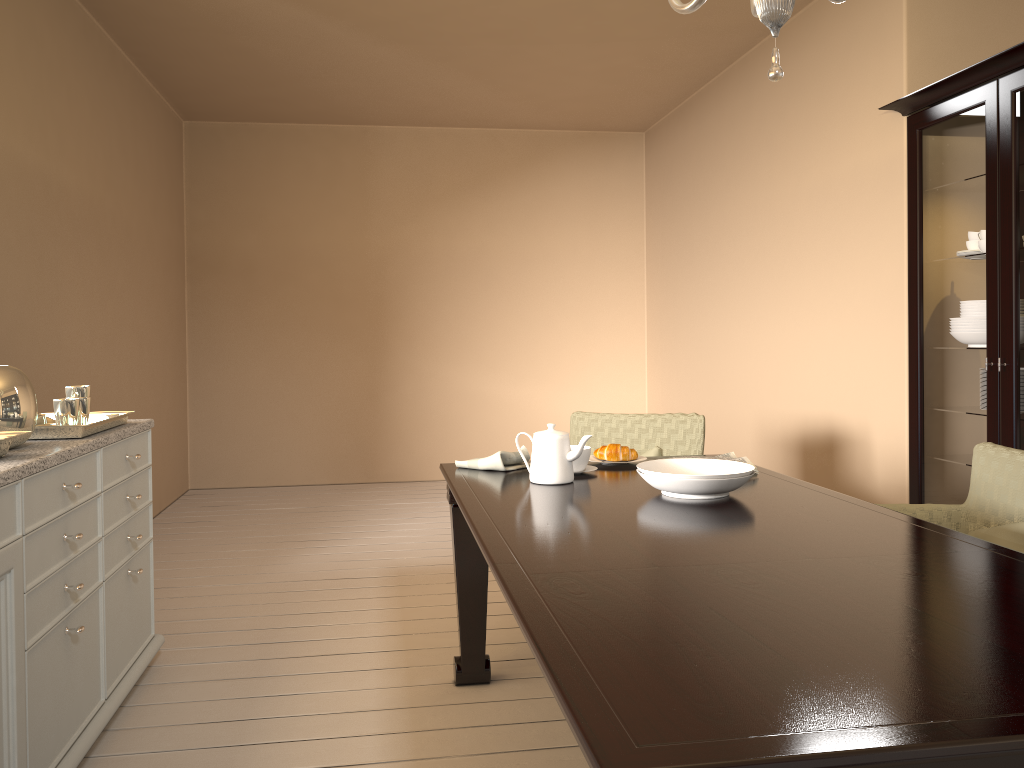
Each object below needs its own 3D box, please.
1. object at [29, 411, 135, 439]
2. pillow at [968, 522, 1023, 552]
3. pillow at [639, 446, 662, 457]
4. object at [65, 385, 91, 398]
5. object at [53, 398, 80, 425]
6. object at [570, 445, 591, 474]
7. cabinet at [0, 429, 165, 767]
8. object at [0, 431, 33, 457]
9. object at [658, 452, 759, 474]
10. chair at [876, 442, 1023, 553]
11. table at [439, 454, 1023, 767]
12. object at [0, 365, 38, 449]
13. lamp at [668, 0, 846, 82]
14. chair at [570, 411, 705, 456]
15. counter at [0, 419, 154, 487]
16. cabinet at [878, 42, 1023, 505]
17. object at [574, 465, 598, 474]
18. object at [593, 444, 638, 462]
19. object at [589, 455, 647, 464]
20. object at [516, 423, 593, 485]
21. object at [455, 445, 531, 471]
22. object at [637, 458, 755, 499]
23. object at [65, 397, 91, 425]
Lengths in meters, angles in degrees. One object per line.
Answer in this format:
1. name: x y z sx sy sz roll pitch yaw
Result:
1. object: -1.239 0.112 2.440 0.274 0.034 0.446 -1 3 -9
2. pillow: 1.156 0.433 2.098 0.192 0.294 0.440 -1 2 -9
3. pillow: 0.433 0.381 3.288 0.316 0.294 0.247 -1 2 4
4. object: -1.180 0.051 2.411 0.063 0.090 0.063 -2 2 -36
5. object: -1.175 0.084 2.338 0.063 0.090 0.063 -2 2 -36
6. object: 0.162 0.215 2.513 0.125 0.069 0.116 -1 2 -15
7. cabinet: -1.197 0.624 0.688 0.846 0.770 4.226 -1 3 -9
8. object: -1.141 0.133 1.864 0.197 0.048 0.153 -1 3 -9
9. object: 0.544 0.227 2.472 0.233 0.051 0.165 -1 3 -9
10. chair: 1.051 0.564 2.105 0.561 0.801 0.564 -1 1 -3
11. table: 0.384 0.610 1.826 0.918 0.653 1.993 -1 3 -9
12. object: -1.231 0.056 2.051 0.235 0.195 0.236 0 2 8
13. lamp: 0.442 -1.077 1.501 0.675 1.127 0.701 0 1 9
14. chair: 0.378 0.517 3.196 0.563 0.801 0.562 0 2 27
15. counter: -1.146 0.213 0.694 0.652 0.068 4.243 -1 3 -9
16. cabinet: 2.069 -0.106 2.317 0.888 1.839 2.491 -1 2 -9
17. object: 0.166 0.245 2.515 0.154 0.012 0.154 2 4 42
18. object: 0.317 0.209 2.713 0.138 0.051 0.062 0 2 10
19. object: 0.314 0.233 2.702 0.194 0.014 0.194 -3 3 -33
20. object: 0.111 0.182 2.360 0.198 0.156 0.118 -1 2 -3
21. object: -0.044 0.215 2.653 0.197 0.063 0.205 2 4 44
22. object: 0.446 0.233 2.160 0.281 0.066 0.282 -1 3 -14
23. object: -1.180 0.081 2.412 0.063 0.090 0.063 -2 2 -36
